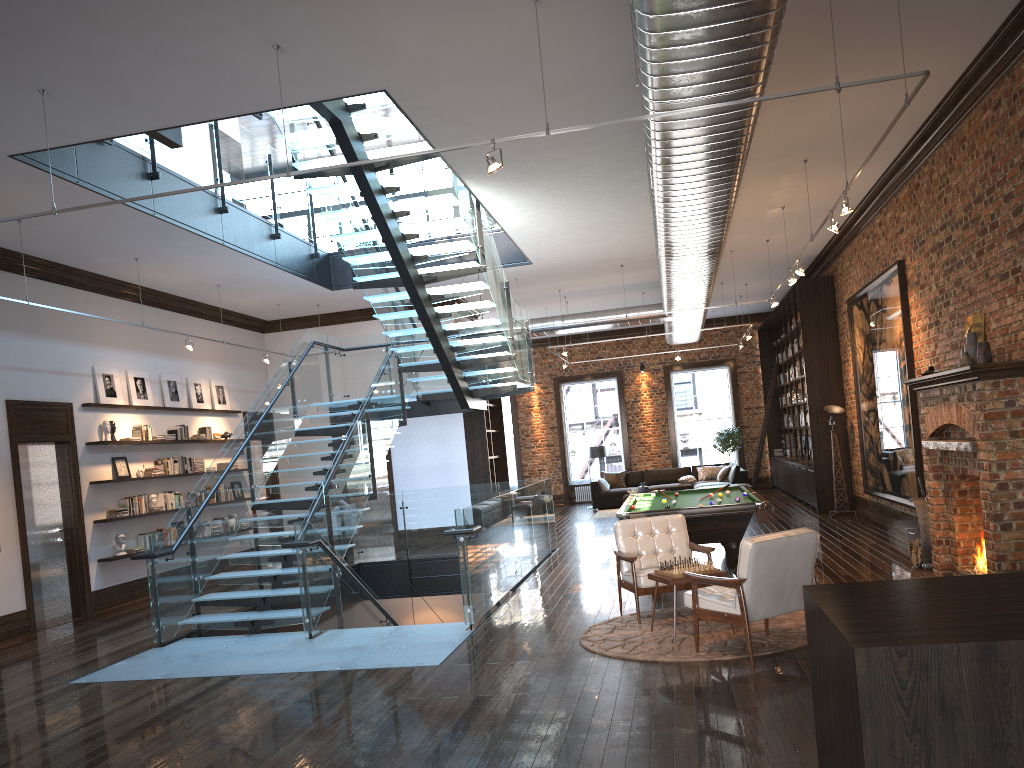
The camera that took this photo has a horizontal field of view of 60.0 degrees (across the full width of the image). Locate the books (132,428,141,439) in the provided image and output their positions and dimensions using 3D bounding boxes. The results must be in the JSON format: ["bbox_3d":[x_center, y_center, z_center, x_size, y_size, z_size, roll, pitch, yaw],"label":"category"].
[{"bbox_3d":[-5.237,0.711,12.377,0.129,0.176,0.050,-6,0,11],"label":"books"}]

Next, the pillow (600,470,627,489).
[{"bbox_3d":[2.404,2.293,21.180,0.702,0.440,0.304,-6,-1,11],"label":"pillow"}]

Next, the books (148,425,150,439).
[{"bbox_3d":[-5.198,0.695,12.574,0.112,0.229,0.024,-5,1,11],"label":"books"}]

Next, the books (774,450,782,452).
[{"bbox_3d":[6.633,1.670,22.116,0.186,0.013,0.272,-6,-4,12],"label":"books"}]

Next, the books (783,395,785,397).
[{"bbox_3d":[6.738,0.403,21.741,0.179,0.299,0.015,-6,1,11],"label":"books"}]

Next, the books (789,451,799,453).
[{"bbox_3d":[6.697,1.614,21.115,0.227,0.007,0.369,-6,-4,9],"label":"books"}]

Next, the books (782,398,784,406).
[{"bbox_3d":[6.725,0.446,21.720,0.187,0.211,0.035,-6,1,11],"label":"books"}]

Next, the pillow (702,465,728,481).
[{"bbox_3d":[4.701,2.049,20.529,0.612,0.361,0.288,-6,-1,14],"label":"pillow"}]

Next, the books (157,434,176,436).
[{"bbox_3d":[-5.097,0.757,13.077,0.142,0.011,0.257,-6,-4,15],"label":"books"}]

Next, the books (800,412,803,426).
[{"bbox_3d":[6.283,0.748,19.010,0.184,0.301,0.016,-6,1,11],"label":"books"}]

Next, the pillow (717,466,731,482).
[{"bbox_3d":[4.785,2.039,20.039,0.314,0.355,0.629,-6,-3,10],"label":"pillow"}]

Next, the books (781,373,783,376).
[{"bbox_3d":[6.630,-0.116,21.455,0.189,0.303,0.014,-6,1,11],"label":"books"}]

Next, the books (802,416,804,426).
[{"bbox_3d":[6.249,0.785,18.818,0.175,0.206,0.031,-6,1,11],"label":"books"}]

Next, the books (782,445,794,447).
[{"bbox_3d":[6.861,1.547,22.014,0.250,0.020,0.317,-6,-4,10],"label":"books"}]

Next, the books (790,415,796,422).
[{"bbox_3d":[6.687,0.874,21.084,0.129,0.282,0.030,-5,1,11],"label":"books"}]

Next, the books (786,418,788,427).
[{"bbox_3d":[6.690,0.914,21.294,0.212,0.233,0.019,-6,1,11],"label":"books"}]

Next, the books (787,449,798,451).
[{"bbox_3d":[6.690,1.576,21.116,0.227,0.007,0.369,-6,-4,12],"label":"books"}]

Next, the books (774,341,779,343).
[{"bbox_3d":[6.632,-1.043,22.011,0.230,0.015,0.313,-6,-4,6],"label":"books"}]

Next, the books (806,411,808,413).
[{"bbox_3d":[6.161,0.707,18.394,0.186,0.317,0.015,-5,1,11],"label":"books"}]

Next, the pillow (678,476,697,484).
[{"bbox_3d":[4.071,2.238,20.621,0.409,0.204,0.611,-6,-4,8],"label":"pillow"}]

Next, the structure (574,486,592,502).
[{"bbox_3d":[2.269,2.850,23.239,1.303,0.395,0.215,-6,-1,10],"label":"structure"}]

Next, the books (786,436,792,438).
[{"bbox_3d":[6.859,1.312,22.003,0.184,0.030,0.265,-7,-4,16],"label":"books"}]

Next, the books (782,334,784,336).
[{"bbox_3d":[6.406,-1.150,20.690,0.192,0.007,0.364,-6,-4,12],"label":"books"}]

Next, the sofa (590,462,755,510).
[{"bbox_3d":[3.438,2.315,19.682,3.505,0.803,3.451,-6,-4,10],"label":"sofa"}]

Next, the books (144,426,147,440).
[{"bbox_3d":[-5.205,0.701,12.435,0.164,0.198,0.029,-6,1,11],"label":"books"}]

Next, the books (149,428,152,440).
[{"bbox_3d":[-5.188,0.722,12.603,0.132,0.178,0.035,-6,0,11],"label":"books"}]

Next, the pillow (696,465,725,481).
[{"bbox_3d":[4.664,2.092,20.719,0.704,0.338,0.269,-6,-1,11],"label":"pillow"}]

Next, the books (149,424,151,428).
[{"bbox_3d":[-5.194,0.697,12.627,0.119,0.232,0.014,-5,1,11],"label":"books"}]

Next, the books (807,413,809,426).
[{"bbox_3d":[6.116,0.717,18.082,0.159,0.269,0.032,-5,1,11],"label":"books"}]

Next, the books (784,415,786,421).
[{"bbox_3d":[6.811,0.910,21.854,0.184,0.301,0.015,-6,1,11],"label":"books"}]

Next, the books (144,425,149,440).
[{"bbox_3d":[-5.190,0.694,12.482,0.164,0.216,0.012,-6,1,11],"label":"books"}]

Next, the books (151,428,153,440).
[{"bbox_3d":[-5.185,0.722,12.639,0.129,0.182,0.012,-6,1,11],"label":"books"}]

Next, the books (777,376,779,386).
[{"bbox_3d":[6.741,-0.069,22.186,0.176,0.295,0.017,-6,1,11],"label":"books"}]

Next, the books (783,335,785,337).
[{"bbox_3d":[6.292,-1.104,20.162,0.232,0.006,0.289,-6,-4,7],"label":"books"}]

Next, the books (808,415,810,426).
[{"bbox_3d":[6.109,0.737,18.023,0.153,0.221,0.034,-6,1,11],"label":"books"}]

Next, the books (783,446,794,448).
[{"bbox_3d":[6.856,1.562,22.015,0.246,0.008,0.308,-6,-4,7],"label":"books"}]

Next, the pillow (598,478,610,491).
[{"bbox_3d":[2.171,2.366,20.832,0.244,0.305,0.573,-6,-3,11],"label":"pillow"}]

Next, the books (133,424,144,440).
[{"bbox_3d":[-5.225,0.686,12.406,0.143,0.228,0.014,-6,1,11],"label":"books"}]

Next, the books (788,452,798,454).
[{"bbox_3d":[6.693,1.638,21.117,0.227,0.007,0.370,-6,-4,14],"label":"books"}]

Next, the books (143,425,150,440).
[{"bbox_3d":[-5.198,0.692,12.527,0.133,0.228,0.025,-5,1,11],"label":"books"}]

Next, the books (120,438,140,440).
[{"bbox_3d":[-5.259,0.762,12.207,0.142,0.011,0.255,-6,-4,12],"label":"books"}]

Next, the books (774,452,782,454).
[{"bbox_3d":[6.645,1.727,22.115,0.200,0.019,0.255,-6,-4,12],"label":"books"}]

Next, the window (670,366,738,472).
[{"bbox_3d":[4.972,0.970,22.968,1.522,2.753,0.154,-5,1,11],"label":"window"}]

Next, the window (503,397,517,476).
[{"bbox_3d":[-0.627,1.576,24.020,1.522,2.753,0.154,-5,1,11],"label":"window"}]

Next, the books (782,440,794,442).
[{"bbox_3d":[6.843,1.419,22.009,0.261,0.028,0.316,-6,-4,10],"label":"books"}]

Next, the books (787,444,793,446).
[{"bbox_3d":[6.879,1.518,22.010,0.184,0.034,0.270,-7,-4,16],"label":"books"}]

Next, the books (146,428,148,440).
[{"bbox_3d":[-5.201,0.714,12.464,0.157,0.177,0.029,-6,1,11],"label":"books"}]

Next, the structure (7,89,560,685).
[{"bbox_3d":[-1.673,0.762,10.509,3.581,14.494,7.037,-5,0,10],"label":"structure"}]

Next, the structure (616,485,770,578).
[{"bbox_3d":[2.124,1.744,10.428,1.555,0.851,2.958,-6,-4,10],"label":"structure"}]

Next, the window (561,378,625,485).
[{"bbox_3d":[2.171,1.273,23.494,1.522,2.753,0.154,-5,1,11],"label":"window"}]

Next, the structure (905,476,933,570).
[{"bbox_3d":[4.334,1.390,8.971,0.538,0.919,0.927,-5,-2,11],"label":"structure"}]

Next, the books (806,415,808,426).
[{"bbox_3d":[6.141,0.747,18.231,0.191,0.218,0.033,-6,1,11],"label":"books"}]

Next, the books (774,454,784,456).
[{"bbox_3d":[6.657,1.771,22.114,0.210,0.011,0.272,-6,-4,7],"label":"books"}]

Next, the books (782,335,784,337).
[{"bbox_3d":[6.397,-1.114,20.693,0.217,0.018,0.376,-6,-4,8],"label":"books"}]

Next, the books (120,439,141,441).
[{"bbox_3d":[-5.256,0.773,12.207,0.141,0.011,0.287,-6,-4,8],"label":"books"}]

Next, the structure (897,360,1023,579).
[{"bbox_3d":[3.894,0.842,7.586,0.888,1.906,1.999,-5,-2,10],"label":"structure"}]

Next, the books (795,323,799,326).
[{"bbox_3d":[5.940,-1.221,18.175,0.193,0.030,0.313,-6,-4,6],"label":"books"}]
